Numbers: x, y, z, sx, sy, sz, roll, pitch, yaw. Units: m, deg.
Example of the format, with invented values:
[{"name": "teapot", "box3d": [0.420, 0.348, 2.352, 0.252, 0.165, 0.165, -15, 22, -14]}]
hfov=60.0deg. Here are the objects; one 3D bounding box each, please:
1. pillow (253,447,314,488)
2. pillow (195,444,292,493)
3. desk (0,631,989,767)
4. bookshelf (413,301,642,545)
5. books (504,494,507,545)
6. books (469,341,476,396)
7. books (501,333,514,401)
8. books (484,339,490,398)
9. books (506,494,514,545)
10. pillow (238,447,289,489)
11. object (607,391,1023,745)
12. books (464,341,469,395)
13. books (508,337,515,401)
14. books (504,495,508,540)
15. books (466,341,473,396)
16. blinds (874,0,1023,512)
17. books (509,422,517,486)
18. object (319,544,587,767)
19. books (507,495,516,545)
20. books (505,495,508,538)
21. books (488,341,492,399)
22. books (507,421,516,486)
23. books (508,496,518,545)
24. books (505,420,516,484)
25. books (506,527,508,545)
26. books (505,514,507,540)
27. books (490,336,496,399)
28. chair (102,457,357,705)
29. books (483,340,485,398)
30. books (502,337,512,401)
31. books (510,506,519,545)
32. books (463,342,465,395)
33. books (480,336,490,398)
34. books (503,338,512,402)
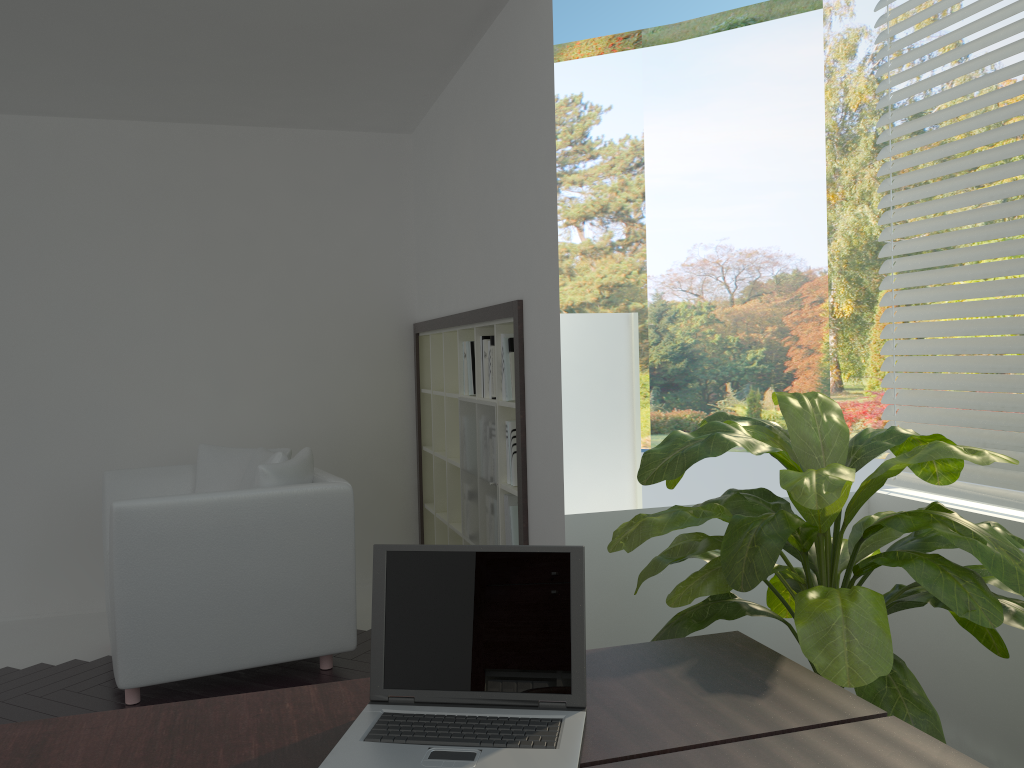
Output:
[{"name": "pillow", "box3d": [-1.016, 0.534, 3.870, 0.257, 0.473, 0.465, -1, 1, 11]}, {"name": "pillow", "box3d": [-1.339, 0.551, 4.409, 0.496, 0.504, 0.235, -1, 1, 4]}, {"name": "desk", "box3d": [-0.217, 0.938, 1.249, 1.813, 0.698, 0.975, -2, 2, -17]}, {"name": "bookshelf", "box3d": [-0.033, 0.402, 4.400, 0.502, 1.496, 2.100, -2, 2, -17]}, {"name": "books", "box3d": [0.074, 0.602, 3.692, 0.211, 0.297, 0.032, -2, 1, -17]}, {"name": "books", "box3d": [-0.094, -0.077, 4.212, 0.207, 0.257, 0.058, -2, 1, -16]}, {"name": "books", "box3d": [0.058, -0.072, 3.678, 0.207, 0.275, 0.040, -2, 1, -16]}, {"name": "books", "box3d": [-0.020, -0.069, 3.919, 0.207, 0.258, 0.040, -2, 1, -16]}, {"name": "books", "box3d": [0.083, 0.601, 3.661, 0.216, 0.301, 0.032, -2, 1, -17]}, {"name": "pillow", "box3d": [-1.176, 0.530, 4.137, 0.255, 0.467, 0.532, -2, 2, -26]}, {"name": "object", "box3d": [0.833, 0.626, 2.314, 1.026, 1.198, 1.121, -2, 2, -38]}, {"name": "books", "box3d": [-0.128, -0.078, 4.278, 0.207, 0.258, 0.040, -2, 1, -16]}, {"name": "books", "box3d": [0.092, -0.062, 3.593, 0.207, 0.257, 0.058, -2, 1, -16]}, {"name": "books", "box3d": [0.080, 0.600, 3.677, 0.219, 0.302, 0.032, -2, 1, -17]}, {"name": "books", "box3d": [-0.111, -0.077, 4.232, 0.208, 0.259, 0.060, -2, 1, -16]}, {"name": "blinds", "box3d": [1.853, -1.708, 1.308, 1.219, 4.264, 3.919, -1, 1, 2]}, {"name": "books", "box3d": [0.095, 0.280, 3.603, 0.207, 0.259, 0.060, -2, 1, -17]}, {"name": "object", "box3d": [-0.080, 0.435, 1.422, 0.380, 0.288, 0.320, -1, 1, 8]}, {"name": "books", "box3d": [0.088, 0.603, 3.645, 0.211, 0.297, 0.032, -2, 1, -17]}, {"name": "books", "box3d": [0.081, 0.603, 3.672, 0.211, 0.297, 0.032, -2, 1, -17]}, {"name": "books", "box3d": [-0.001, -0.065, 3.881, 0.207, 0.251, 0.040, -2, 1, -17]}, {"name": "books", "box3d": [0.088, 0.279, 3.627, 0.208, 0.259, 0.060, -2, 1, -16]}, {"name": "books", "box3d": [0.091, 0.604, 3.640, 0.211, 0.297, 0.032, -2, 1, -17]}, {"name": "books", "box3d": [0.077, 0.278, 3.678, 0.207, 0.258, 0.040, -2, 1, -17]}, {"name": "books", "box3d": [0.078, 0.602, 3.682, 0.211, 0.297, 0.032, -2, 1, -17]}, {"name": "books", "box3d": [0.077, 0.602, 3.688, 0.211, 0.297, 0.032, -2, 1, -17]}, {"name": "books", "box3d": [0.011, -0.074, 3.831, 0.207, 0.272, 0.053, -2, 1, -16]}, {"name": "chair", "box3d": [-1.329, 0.816, 4.037, 0.944, 0.816, 1.155, -2, 2, -26]}, {"name": "books", "box3d": [-0.027, -0.071, 3.961, 0.207, 0.258, 0.040, -2, 1, -16]}, {"name": "books", "box3d": [0.069, -0.062, 3.631, 0.207, 0.259, 0.060, -2, 1, -17]}, {"name": "books", "box3d": [0.098, 0.622, 3.619, 0.207, 0.259, 0.060, -2, 1, -17]}, {"name": "books", "box3d": [-0.136, -0.080, 4.324, 0.207, 0.258, 0.040, -2, 1, -16]}, {"name": "books", "box3d": [-0.039, -0.080, 4.000, 0.207, 0.275, 0.040, -2, 1, -16]}, {"name": "books", "box3d": [0.072, -0.060, 3.605, 0.208, 0.257, 0.058, -2, 1, -16]}]
